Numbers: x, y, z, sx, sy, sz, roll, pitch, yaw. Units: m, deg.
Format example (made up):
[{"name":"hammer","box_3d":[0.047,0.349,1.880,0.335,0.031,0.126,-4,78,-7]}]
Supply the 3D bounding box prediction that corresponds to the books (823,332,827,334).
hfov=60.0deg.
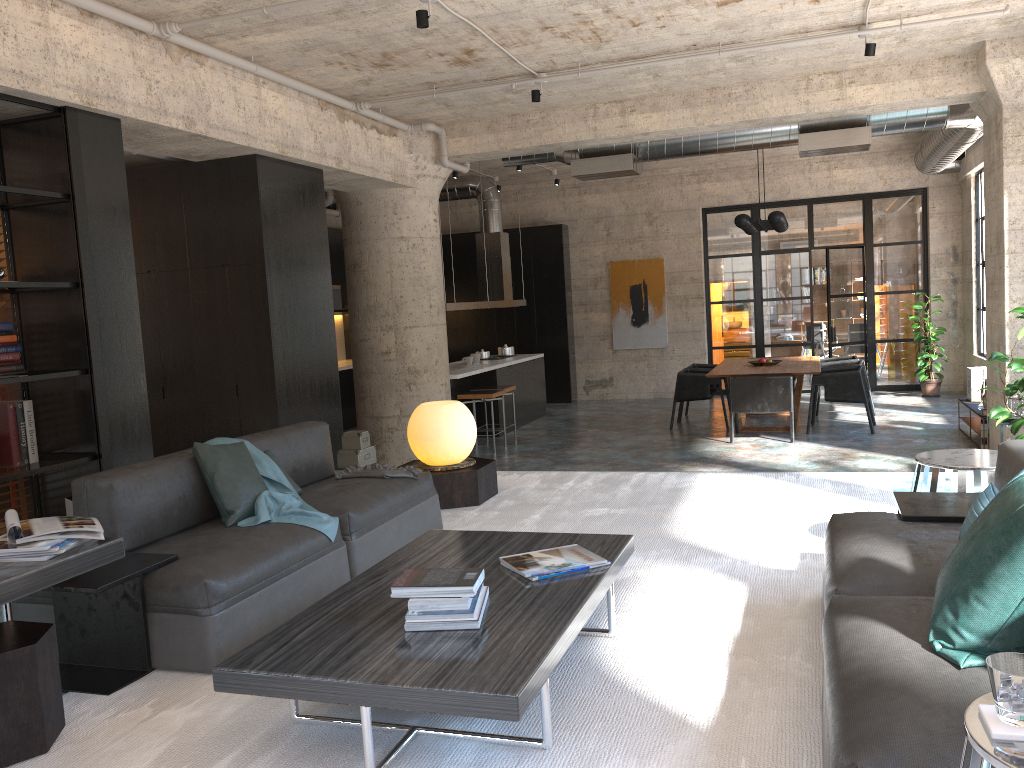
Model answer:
[{"name":"books","box_3d":[6.885,-1.140,20.038,0.379,0.064,0.244,-3,5,6]}]

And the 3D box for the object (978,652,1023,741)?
[{"name":"object","box_3d":[0.831,0.452,1.308,0.287,0.096,0.206,-7,6,-31]}]

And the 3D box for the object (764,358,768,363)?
[{"name":"object","box_3d":[3.302,-0.299,11.460,0.110,0.082,0.088,-7,6,-31]}]

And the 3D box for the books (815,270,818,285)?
[{"name":"books","box_3d":[6.835,-2.397,19.916,0.055,0.326,0.255,-2,5,19]}]

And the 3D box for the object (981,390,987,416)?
[{"name":"object","box_3d":[4.815,0.132,8.853,0.415,0.333,0.248,-7,6,-35]}]

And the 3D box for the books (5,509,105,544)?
[{"name":"books","box_3d":[-1.544,0.482,2.986,0.273,0.109,0.322,-7,6,-31]}]

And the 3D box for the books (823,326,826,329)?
[{"name":"books","box_3d":[6.881,-1.282,20.044,0.379,0.064,0.244,-2,5,13]}]

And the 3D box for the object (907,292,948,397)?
[{"name":"object","box_3d":[6.143,-0.583,13.107,0.514,1.552,0.886,-2,5,16]}]

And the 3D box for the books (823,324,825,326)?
[{"name":"books","box_3d":[6.872,-1.332,20.037,0.379,0.036,0.244,-2,5,19]}]

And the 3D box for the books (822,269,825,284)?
[{"name":"books","box_3d":[6.981,-2.402,19.876,0.055,0.326,0.255,-2,5,19]}]

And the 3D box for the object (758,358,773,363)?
[{"name":"object","box_3d":[3.262,-0.297,11.400,0.219,0.097,0.100,-6,6,-27]}]

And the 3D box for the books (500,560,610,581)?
[{"name":"books","box_3d":[0.156,0.653,3.238,0.318,0.011,0.252,-6,6,-27]}]

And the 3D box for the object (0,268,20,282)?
[{"name":"object","box_3d":[-3.012,-0.639,4.987,0.323,0.177,0.322,-2,5,19]}]

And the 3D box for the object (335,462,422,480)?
[{"name":"object","box_3d":[-0.715,0.526,4.977,0.433,0.185,0.429,-2,5,15]}]

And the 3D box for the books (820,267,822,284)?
[{"name":"books","box_3d":[6.937,-2.429,19.894,0.036,0.379,0.244,-2,5,19]}]

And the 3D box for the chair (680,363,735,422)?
[{"name":"chair","box_3d":[2.714,0.101,12.287,0.754,0.738,0.707,-2,5,19]}]

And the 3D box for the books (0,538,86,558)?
[{"name":"books","box_3d":[-1.548,0.522,2.934,0.252,0.011,0.318,-4,5,-4]}]

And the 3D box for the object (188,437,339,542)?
[{"name":"object","box_3d":[-1.238,0.492,4.198,0.444,0.438,0.985,-8,7,-44]}]

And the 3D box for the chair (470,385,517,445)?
[{"name":"chair","box_3d":[-0.218,0.391,11.252,0.450,0.698,0.450,-2,5,19]}]

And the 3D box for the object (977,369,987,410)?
[{"name":"object","box_3d":[5.044,0.054,9.386,0.199,0.365,0.703,-1,6,30]}]

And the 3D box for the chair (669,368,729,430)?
[{"name":"chair","box_3d":[2.471,0.177,11.599,0.754,0.738,0.707,-2,5,19]}]

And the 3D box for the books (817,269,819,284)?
[{"name":"books","box_3d":[6.875,-2.413,19.916,0.021,0.355,0.272,-2,5,19]}]

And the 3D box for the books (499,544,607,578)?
[{"name":"books","box_3d":[0.147,0.643,3.239,0.318,0.011,0.252,-6,5,-22]}]

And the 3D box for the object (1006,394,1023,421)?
[{"name":"object","box_3d":[4.131,0.146,7.198,0.327,0.253,0.546,-2,5,19]}]

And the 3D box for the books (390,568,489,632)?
[{"name":"books","box_3d":[-0.228,0.664,2.801,0.279,0.116,0.322,-3,5,4]}]

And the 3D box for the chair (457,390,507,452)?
[{"name":"chair","box_3d":[-0.346,0.446,10.725,0.450,0.698,0.450,-2,5,19]}]

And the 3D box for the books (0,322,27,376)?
[{"name":"books","box_3d":[-3.028,-0.190,5.046,0.303,0.303,0.378,-2,5,20]}]

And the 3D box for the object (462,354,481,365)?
[{"name":"object","box_3d":[-0.555,-0.351,12.279,0.188,0.133,0.437,-2,5,20]}]

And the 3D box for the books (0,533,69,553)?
[{"name":"books","box_3d":[-1.567,0.504,2.912,0.252,0.011,0.318,-3,5,1]}]

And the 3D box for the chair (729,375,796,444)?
[{"name":"chair","box_3d":[2.915,0.264,10.321,0.707,0.738,0.754,-2,5,19]}]

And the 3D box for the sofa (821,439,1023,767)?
[{"name":"sofa","box_3d":[1.404,0.619,2.506,1.019,0.680,2.063,-2,5,19]}]

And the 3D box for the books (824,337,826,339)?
[{"name":"books","box_3d":[6.882,-1.021,20.048,0.379,0.064,0.244,-2,5,13]}]

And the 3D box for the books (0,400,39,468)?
[{"name":"books","box_3d":[-2.913,0.287,5.092,0.277,0.362,0.191,-2,5,14]}]

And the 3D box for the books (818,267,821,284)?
[{"name":"books","box_3d":[6.906,-2.429,19.919,0.036,0.379,0.244,-2,5,19]}]

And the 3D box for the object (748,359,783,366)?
[{"name":"object","box_3d":[3.261,-0.286,11.425,0.435,0.079,0.435,-7,6,-34]}]

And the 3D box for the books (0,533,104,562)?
[{"name":"books","box_3d":[-1.552,0.534,2.920,0.252,0.011,0.318,-3,5,6]}]

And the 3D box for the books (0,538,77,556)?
[{"name":"books","box_3d":[-1.562,0.513,2.920,0.252,0.011,0.318,-4,5,-4]}]

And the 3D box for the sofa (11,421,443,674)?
[{"name":"sofa","box_3d":[-1.213,0.619,4.289,1.019,0.680,2.063,-2,5,19]}]

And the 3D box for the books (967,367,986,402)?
[{"name":"books","box_3d":[5.204,0.001,9.890,0.191,0.362,0.277,-2,5,19]}]

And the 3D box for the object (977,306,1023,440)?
[{"name":"object","box_3d":[3.973,0.130,6.627,0.886,1.552,0.514,-3,5,6]}]

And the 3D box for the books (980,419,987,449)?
[{"name":"books","box_3d":[4.844,0.500,8.877,0.274,0.263,0.393,-1,6,29]}]

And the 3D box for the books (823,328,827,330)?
[{"name":"books","box_3d":[6.870,-1.237,20.033,0.444,0.021,0.272,-2,5,19]}]

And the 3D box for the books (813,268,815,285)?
[{"name":"books","box_3d":[6.794,-2.424,19.943,0.036,0.379,0.244,-2,5,19]}]
